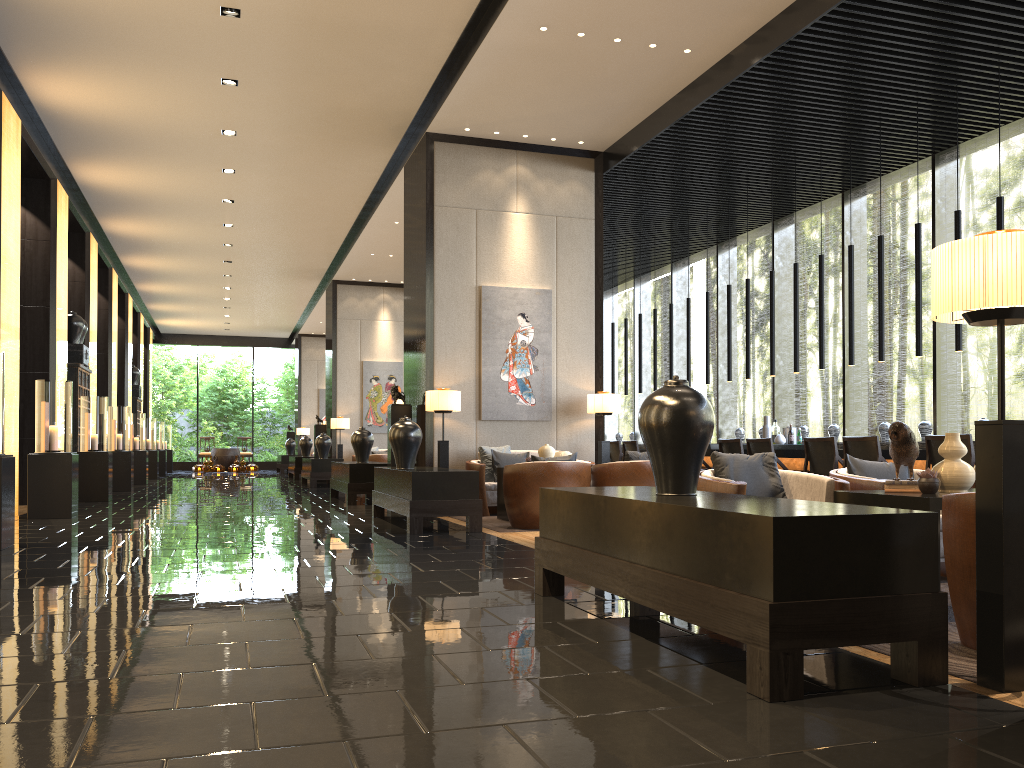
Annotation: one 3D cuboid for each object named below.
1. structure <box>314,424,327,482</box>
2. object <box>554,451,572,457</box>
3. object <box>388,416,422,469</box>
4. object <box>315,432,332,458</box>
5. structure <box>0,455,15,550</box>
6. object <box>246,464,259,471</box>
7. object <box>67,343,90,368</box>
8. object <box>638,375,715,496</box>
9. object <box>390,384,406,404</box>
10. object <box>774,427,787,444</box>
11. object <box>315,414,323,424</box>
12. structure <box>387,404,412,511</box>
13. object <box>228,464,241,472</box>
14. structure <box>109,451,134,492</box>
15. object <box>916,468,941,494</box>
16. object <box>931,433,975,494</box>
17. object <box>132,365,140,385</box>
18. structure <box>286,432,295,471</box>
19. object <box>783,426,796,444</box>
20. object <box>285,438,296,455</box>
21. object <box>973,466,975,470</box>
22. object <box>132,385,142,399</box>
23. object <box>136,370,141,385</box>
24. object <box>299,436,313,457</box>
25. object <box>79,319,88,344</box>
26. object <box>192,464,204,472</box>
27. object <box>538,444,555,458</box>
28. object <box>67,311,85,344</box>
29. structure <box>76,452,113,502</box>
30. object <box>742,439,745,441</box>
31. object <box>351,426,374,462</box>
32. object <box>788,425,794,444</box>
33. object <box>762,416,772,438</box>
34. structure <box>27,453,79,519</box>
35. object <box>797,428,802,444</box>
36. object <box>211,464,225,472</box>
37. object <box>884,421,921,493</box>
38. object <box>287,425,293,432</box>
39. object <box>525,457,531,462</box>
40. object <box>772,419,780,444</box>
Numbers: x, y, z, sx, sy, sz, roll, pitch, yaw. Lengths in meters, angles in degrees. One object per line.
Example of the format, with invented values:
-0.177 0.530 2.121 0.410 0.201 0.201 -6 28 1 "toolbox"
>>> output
-4.052 1.464 18.713 0.240 1.216 0.240 0 -1 -18 "structure"
0.514 0.761 8.930 0.245 0.168 0.246 1 -3 -15 "object"
-0.984 0.539 8.173 0.311 0.492 0.312 0 -2 1 "object"
-3.581 1.167 16.818 0.311 0.492 0.312 0 -2 1 "object"
-3.777 0.829 6.243 0.402 0.657 0.403 1 -2 -18 "structure"
-8.009 2.577 27.297 0.370 0.229 0.370 -3 -5 44 "object"
-6.505 -0.413 13.177 0.365 0.314 0.607 1 -4 -18 "object"
0.677 0.211 3.655 0.311 0.492 0.312 1 -2 -29 "object"
-1.314 0.119 10.196 0.176 0.246 0.116 1 -2 -18 "object"
3.242 0.620 10.710 0.136 0.217 0.136 1 -2 -31 "object"
-4.078 0.752 18.727 0.161 0.217 0.102 1 -2 -30 "object"
-1.294 0.844 10.189 0.240 1.216 0.240 0 -1 -18 "structure"
-8.337 2.527 26.604 0.370 0.229 0.370 1 -3 -15 "object"
-6.488 1.438 14.625 0.402 0.657 0.403 1 -2 -18 "structure"
1.766 0.409 3.750 0.091 0.112 0.092 -1 -3 34 "object"
1.885 0.338 3.786 0.174 0.257 0.174 0 -2 2 "object"
-9.179 -0.220 21.419 0.312 0.492 0.312 2 -2 -44 "object"
-6.817 2.085 27.260 0.240 1.216 0.240 0 -1 -18 "structure"
3.412 0.632 10.886 0.169 0.219 0.169 1 -2 -23 "object"
-6.362 1.792 25.413 0.311 0.492 0.312 0 -2 1 "object"
2.151 0.391 3.872 0.245 0.168 0.246 -2 -4 30 "object"
-9.220 0.196 21.567 0.365 0.314 0.607 1 -4 -18 "object"
-9.282 -0.197 21.736 0.311 0.492 0.312 1 -2 -37 "object"
-4.767 1.434 20.484 0.311 0.492 0.312 0 -2 1 "object"
-6.567 -0.807 13.345 0.311 0.492 0.312 1 -2 -37 "object"
-9.482 2.544 26.839 0.369 0.229 0.370 0 -3 0 "object"
0.345 0.715 8.816 0.171 0.235 0.171 -1 -2 17 "object"
-6.465 -0.830 13.029 0.311 0.492 0.312 -1 -2 38 "object"
-5.584 1.235 11.831 0.402 0.657 0.403 1 -2 -18 "structure"
2.684 0.694 10.640 0.227 0.067 0.228 1 -4 -15 "object"
-2.035 0.820 12.040 0.311 0.492 0.312 1 -2 -37 "object"
3.390 0.614 10.762 0.067 0.237 0.067 0 -1 -24 "object"
3.109 0.563 10.798 0.113 0.344 0.113 0 -1 -23 "object"
-4.680 1.032 9.037 0.402 0.657 0.403 1 -2 -18 "structure"
3.492 0.634 10.753 0.056 0.197 0.056 0 -1 -16 "object"
-8.774 2.516 26.457 0.369 0.229 0.370 0 -3 5 "object"
1.725 0.320 3.882 0.174 0.309 0.229 -1 -2 28 "object"
-6.836 1.359 27.261 0.176 0.246 0.116 0 -1 -13 "object"
0.174 0.780 8.854 0.091 0.112 0.092 -1 -3 34 "object"
3.237 0.589 10.885 0.129 0.305 0.129 1 -2 -32 "object"
